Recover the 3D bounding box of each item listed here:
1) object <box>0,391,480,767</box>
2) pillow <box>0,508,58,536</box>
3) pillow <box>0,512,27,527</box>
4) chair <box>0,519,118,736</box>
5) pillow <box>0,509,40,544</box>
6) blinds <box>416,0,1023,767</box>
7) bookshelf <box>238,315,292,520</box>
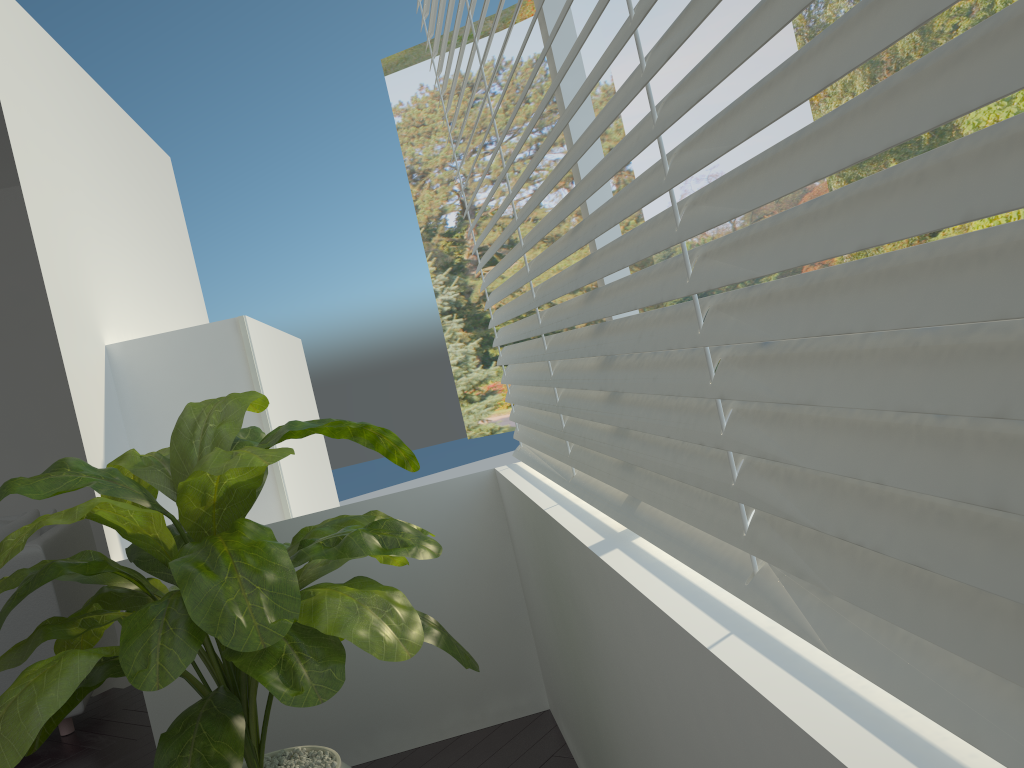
[{"bbox_3d":[-0.609,0.627,1.963,1.028,1.198,1.119,-14,2,-29],"label":"object"},{"bbox_3d":[-2.420,0.878,4.360,0.496,0.504,0.235,-12,2,13],"label":"pillow"},{"bbox_3d":[-2.306,0.838,4.067,0.255,0.467,0.532,-13,2,-17],"label":"pillow"},{"bbox_3d":[-2.413,1.151,3.995,0.945,0.816,1.155,-13,2,-17],"label":"chair"},{"bbox_3d":[-2.189,0.822,3.779,0.256,0.473,0.465,-12,2,20],"label":"pillow"},{"bbox_3d":[-0.228,-1.811,0.784,1.219,4.264,3.922,-13,2,11],"label":"blinds"},{"bbox_3d":[-1.184,0.484,4.154,0.502,1.495,2.100,-13,2,-8],"label":"bookshelf"}]
